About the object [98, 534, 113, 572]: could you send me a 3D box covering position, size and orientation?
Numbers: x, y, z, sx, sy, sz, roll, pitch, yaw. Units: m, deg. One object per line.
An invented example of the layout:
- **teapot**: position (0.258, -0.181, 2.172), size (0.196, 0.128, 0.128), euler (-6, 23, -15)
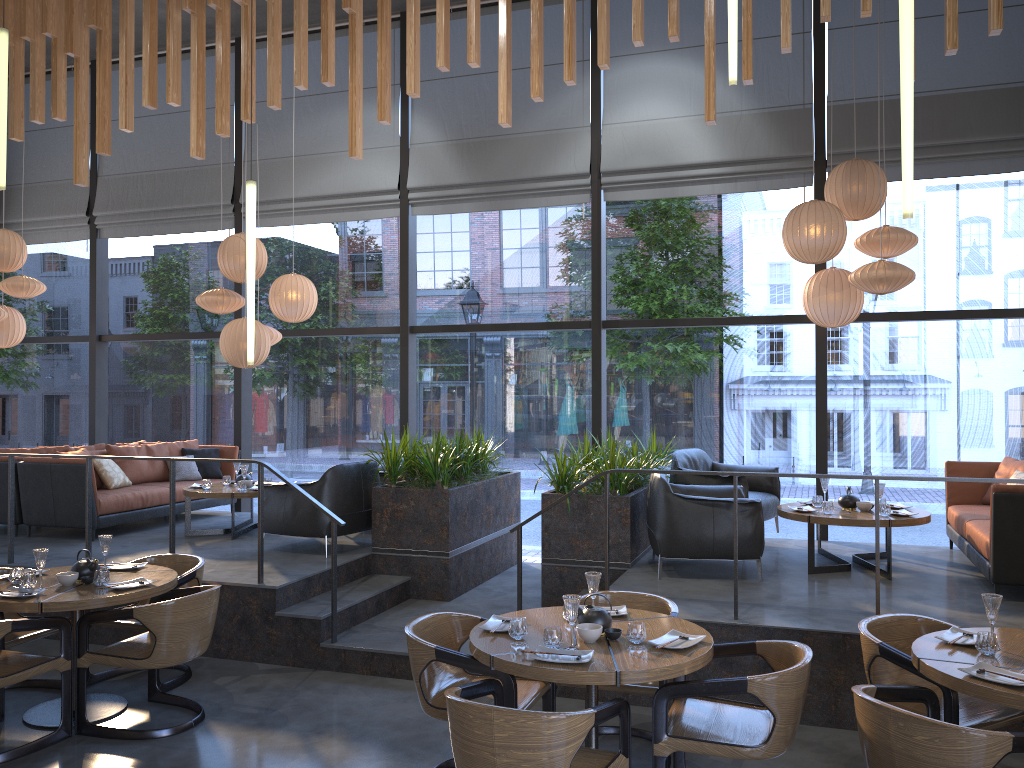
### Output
- **object**: position (-2.503, 1.046, 5.457), size (0.082, 0.227, 0.082), euler (1, -1, -38)

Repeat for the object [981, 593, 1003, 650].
- **object**: position (2.058, 1.019, 3.800), size (0.082, 0.227, 0.082), euler (0, -1, -9)

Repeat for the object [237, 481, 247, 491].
- **object**: position (-2.496, 0.940, 8.188), size (0.086, 0.086, 0.086), euler (0, -1, 23)

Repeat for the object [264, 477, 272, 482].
- **object**: position (-2.362, 0.945, 8.579), size (0.086, 0.086, 0.086), euler (0, -1, 23)

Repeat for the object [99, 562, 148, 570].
- **object**: position (-2.472, 1.149, 5.586), size (0.294, 0.025, 0.170), euler (0, -1, 4)

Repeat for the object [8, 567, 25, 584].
- **object**: position (-2.869, 1.113, 5.140), size (0.086, 0.086, 0.086), euler (-1, -1, 44)

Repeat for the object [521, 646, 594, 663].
- **object**: position (0.181, 1.121, 3.659), size (0.294, 0.025, 0.170), euler (0, -1, 16)

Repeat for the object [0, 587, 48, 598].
- **object**: position (-2.716, 1.139, 4.837), size (0.294, 0.025, 0.170), euler (0, -1, 16)

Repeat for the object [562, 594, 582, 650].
- **object**: position (0.257, 1.020, 3.788), size (0.082, 0.227, 0.082), euler (0, -1, -12)

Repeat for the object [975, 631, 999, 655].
- **object**: position (1.991, 1.089, 3.718), size (0.086, 0.086, 0.086), euler (-1, -1, 42)

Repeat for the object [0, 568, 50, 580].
- **object**: position (-2.947, 1.146, 5.311), size (0.170, 0.025, 0.294), euler (0, -1, 16)

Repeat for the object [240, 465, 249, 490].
- **object**: position (-2.496, 0.870, 8.275), size (0.082, 0.227, 0.082), euler (0, -1, -28)

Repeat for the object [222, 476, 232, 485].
- **object**: position (-2.802, 0.947, 8.708), size (0.086, 0.086, 0.086), euler (0, -1, -34)

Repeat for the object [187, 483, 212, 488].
- **object**: position (-2.987, 0.975, 8.455), size (0.170, 0.025, 0.294), euler (0, -1, -1)

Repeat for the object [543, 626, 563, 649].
- **object**: position (0.175, 1.092, 3.812), size (0.086, 0.086, 0.086), euler (-1, -1, 44)

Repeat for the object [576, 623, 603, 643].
- **object**: position (0.342, 1.104, 3.919), size (0.116, 0.065, 0.116), euler (0, -1, -2)

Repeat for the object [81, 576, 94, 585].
- **object**: position (-2.446, 1.134, 5.119), size (0.080, 0.042, 0.080), euler (-1, -1, 43)

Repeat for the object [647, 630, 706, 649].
- **object**: position (0.704, 1.123, 3.855), size (0.170, 0.025, 0.294), euler (-1, -1, 38)

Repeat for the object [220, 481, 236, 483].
- **object**: position (-2.779, 0.980, 8.897), size (0.294, 0.025, 0.170), euler (0, -1, -35)

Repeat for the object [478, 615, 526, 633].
- **object**: position (-0.051, 1.127, 4.133), size (0.170, 0.025, 0.294), euler (0, -1, 16)

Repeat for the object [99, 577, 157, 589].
- **object**: position (-2.192, 1.141, 5.032), size (0.170, 0.025, 0.294), euler (-1, -1, 38)

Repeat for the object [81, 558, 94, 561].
- **object**: position (-2.609, 1.117, 5.454), size (0.086, 0.086, 0.086), euler (0, -1, 5)

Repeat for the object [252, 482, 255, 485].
- **object**: position (-2.464, 0.967, 8.550), size (0.080, 0.042, 0.080), euler (0, -1, 4)

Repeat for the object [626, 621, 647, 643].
- **object**: position (0.547, 1.093, 3.899), size (0.086, 0.086, 0.086), euler (0, -1, 21)

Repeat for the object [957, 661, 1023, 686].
- **object**: position (1.877, 1.115, 3.369), size (0.170, 0.025, 0.294), euler (0, -1, -33)

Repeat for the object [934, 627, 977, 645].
- **object**: position (1.980, 1.122, 3.908), size (0.170, 0.025, 0.294), euler (-1, -1, 44)

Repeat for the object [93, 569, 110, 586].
- **object**: position (-2.349, 1.111, 5.077), size (0.086, 0.086, 0.086), euler (0, -1, -24)

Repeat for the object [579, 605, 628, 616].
- **object**: position (0.424, 1.131, 4.408), size (0.294, 0.025, 0.170), euler (0, -1, 4)

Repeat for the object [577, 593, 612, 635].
- **object**: position (0.377, 1.048, 4.065), size (0.163, 0.179, 0.168), euler (0, -1, -33)

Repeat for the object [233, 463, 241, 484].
- **object**: position (-2.721, 0.877, 8.778), size (0.082, 0.227, 0.082), euler (0, -1, 1)

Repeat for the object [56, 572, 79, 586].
- **object**: position (-2.554, 1.123, 5.097), size (0.116, 0.065, 0.116), euler (0, -1, -19)

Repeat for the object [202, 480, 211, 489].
- **object**: position (-2.863, 0.942, 8.314), size (0.086, 0.086, 0.086), euler (0, -1, 23)

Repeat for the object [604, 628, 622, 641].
- **object**: position (0.450, 1.116, 3.941), size (0.080, 0.042, 0.080), euler (0, -1, -17)

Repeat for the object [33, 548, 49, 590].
- **object**: position (-2.639, 1.039, 4.966), size (0.082, 0.227, 0.082), euler (0, -1, -12)

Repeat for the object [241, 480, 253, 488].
- **object**: position (-2.534, 0.954, 8.465), size (0.116, 0.065, 0.116), euler (1, -1, -41)

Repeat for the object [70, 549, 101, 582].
- **object**: position (-2.520, 1.067, 5.239), size (0.163, 0.179, 0.168), euler (0, -1, -17)

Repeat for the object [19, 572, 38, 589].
- **object**: position (-2.721, 1.110, 4.989), size (0.086, 0.086, 0.086), euler (-1, -1, 44)

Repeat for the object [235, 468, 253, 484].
- **object**: position (-2.599, 0.899, 8.600), size (0.163, 0.179, 0.168), euler (0, -1, -15)
